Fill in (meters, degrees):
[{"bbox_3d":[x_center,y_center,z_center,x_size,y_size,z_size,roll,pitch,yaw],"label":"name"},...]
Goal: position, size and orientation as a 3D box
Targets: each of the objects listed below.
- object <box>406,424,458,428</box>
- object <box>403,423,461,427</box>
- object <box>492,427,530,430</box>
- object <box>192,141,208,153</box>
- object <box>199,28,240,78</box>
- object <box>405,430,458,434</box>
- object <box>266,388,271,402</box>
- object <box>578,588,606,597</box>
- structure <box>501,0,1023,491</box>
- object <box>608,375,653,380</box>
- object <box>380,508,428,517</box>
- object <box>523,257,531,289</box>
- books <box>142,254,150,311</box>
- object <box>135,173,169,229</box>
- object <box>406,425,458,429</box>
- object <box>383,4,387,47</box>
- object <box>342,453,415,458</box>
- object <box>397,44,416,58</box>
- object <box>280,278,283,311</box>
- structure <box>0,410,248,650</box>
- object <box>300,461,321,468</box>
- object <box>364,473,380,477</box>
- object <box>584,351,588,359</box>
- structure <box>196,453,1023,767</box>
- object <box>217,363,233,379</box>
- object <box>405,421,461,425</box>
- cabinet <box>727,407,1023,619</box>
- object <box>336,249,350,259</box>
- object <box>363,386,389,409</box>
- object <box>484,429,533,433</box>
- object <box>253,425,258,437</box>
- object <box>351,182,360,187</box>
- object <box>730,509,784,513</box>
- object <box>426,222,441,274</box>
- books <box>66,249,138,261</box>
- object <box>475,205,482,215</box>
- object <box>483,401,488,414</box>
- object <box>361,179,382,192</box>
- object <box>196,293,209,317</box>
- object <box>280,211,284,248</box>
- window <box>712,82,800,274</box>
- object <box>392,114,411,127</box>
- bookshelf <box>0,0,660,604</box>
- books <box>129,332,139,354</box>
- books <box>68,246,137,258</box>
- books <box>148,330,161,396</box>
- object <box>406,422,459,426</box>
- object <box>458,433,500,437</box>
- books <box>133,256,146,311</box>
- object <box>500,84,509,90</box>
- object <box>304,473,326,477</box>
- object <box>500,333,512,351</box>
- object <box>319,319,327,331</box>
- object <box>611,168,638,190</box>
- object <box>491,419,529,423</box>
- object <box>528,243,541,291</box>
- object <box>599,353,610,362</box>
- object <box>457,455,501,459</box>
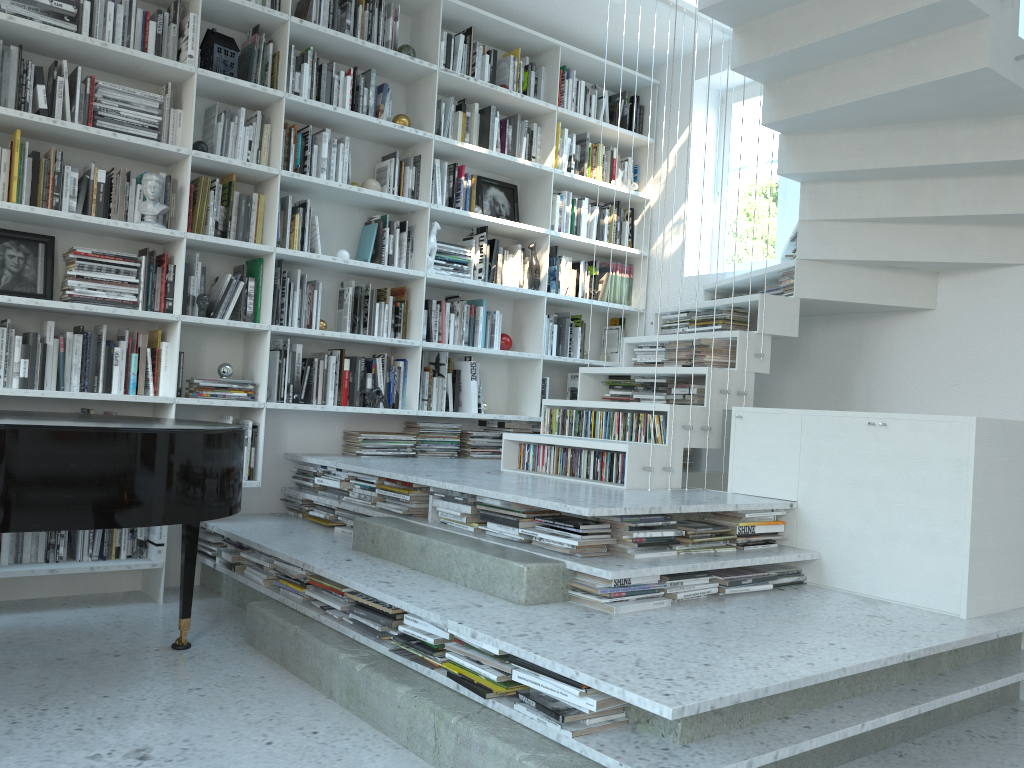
[{"bbox_3d":[-0.452,0.238,5.004,0.254,0.006,0.161,5,-2,-38],"label":"object"},{"bbox_3d":[-0.452,0.233,5.005,0.285,0.005,0.159,5,-2,-38],"label":"object"},{"bbox_3d":[-0.023,0.263,5.286,0.141,0.005,0.259,4,-2,-34],"label":"object"},{"bbox_3d":[-1.430,-1.078,4.064,0.071,0.072,0.071,3,-1,11],"label":"object"},{"bbox_3d":[-1.366,-1.523,4.137,0.135,0.248,0.135,2,-1,42],"label":"object"},{"bbox_3d":[-0.456,0.270,5.002,0.254,0.006,0.161,5,-2,-38],"label":"object"},{"bbox_3d":[-1.223,0.052,4.360,0.071,0.072,0.071,3,-1,11],"label":"object"},{"bbox_3d":[0.331,0.665,2.866,0.204,0.004,0.140,4,-2,-35],"label":"object"},{"bbox_3d":[0.859,-0.917,3.697,2.615,3.381,1.954,4,-1,-38],"label":"structure"},{"bbox_3d":[0.610,-0.029,4.547,0.161,0.025,0.174,4,-2,-34],"label":"object"},{"bbox_3d":[-0.434,0.548,3.823,0.145,0.010,0.266,5,-2,-42],"label":"object"},{"bbox_3d":[0.043,-0.651,5.345,0.022,0.211,0.179,4,-1,-38],"label":"object"},{"bbox_3d":[-1.679,-0.446,4.009,0.011,0.260,0.184,4,-1,-38],"label":"books"},{"bbox_3d":[-1.587,-0.802,3.905,0.138,0.244,0.137,3,-1,18],"label":"object"},{"bbox_3d":[-0.452,0.244,5.004,0.254,0.006,0.161,5,-2,-38],"label":"object"},{"bbox_3d":[-0.709,-1.860,4.737,0.006,0.297,0.129,4,-1,-38],"label":"object"},{"bbox_3d":[-0.719,0.386,4.784,0.346,0.007,0.193,5,-2,-43],"label":"object"},{"bbox_3d":[-0.565,-1.754,4.728,0.104,0.105,0.104,3,-1,11],"label":"object"},{"bbox_3d":[-1.183,-0.408,4.428,0.007,0.266,0.135,4,-1,-38],"label":"object"},{"bbox_3d":[-1.695,0.506,2.616,1.919,0.832,1.334,5,-2,-38],"label":"structure"},{"bbox_3d":[-0.961,0.408,4.528,0.131,0.024,0.290,5,-2,-36],"label":"object"},{"bbox_3d":[-0.596,0.411,4.058,0.144,0.005,0.257,5,-2,-38],"label":"object"},{"bbox_3d":[0.454,-0.179,5.657,0.071,0.072,0.071,3,-1,11],"label":"object"},{"bbox_3d":[0.417,0.760,3.887,2.900,0.659,3.112,5,-2,-38],"label":"structure"},{"bbox_3d":[-1.345,-0.062,4.161,0.071,0.072,0.071,3,-1,11],"label":"object"},{"bbox_3d":[-0.444,0.222,4.996,0.285,0.005,0.159,4,-2,-33],"label":"object"},{"bbox_3d":[1.400,0.450,3.463,0.551,0.667,0.992,4,-2,-38],"label":"cabinet"},{"bbox_3d":[-0.873,-0.657,4.574,0.071,0.072,0.071,3,-1,11],"label":"object"},{"bbox_3d":[-0.701,0.070,4.581,0.064,0.114,0.160,2,-2,40],"label":"object"},{"bbox_3d":[-0.022,0.280,5.287,0.144,0.004,0.295,5,-2,-40],"label":"object"},{"bbox_3d":[-1.257,0.327,4.267,0.011,0.260,0.142,4,-1,-38],"label":"object"},{"bbox_3d":[-0.828,-1.020,4.627,0.068,0.068,0.068,3,-1,30],"label":"object"},{"bbox_3d":[0.895,0.470,3.435,0.284,0.030,0.177,5,-2,-38],"label":"object"},{"bbox_3d":[-0.435,-0.731,4.771,0.087,0.288,0.075,3,-1,-3],"label":"object"},{"bbox_3d":[-1.809,-0.562,3.912,0.254,0.012,0.161,5,-2,-41],"label":"books"},{"bbox_3d":[-0.217,-0.982,5.100,0.091,0.092,0.091,3,-1,11],"label":"object"},{"bbox_3d":[-0.175,0.137,5.200,0.071,0.072,0.071,3,-1,11],"label":"object"},{"bbox_3d":[-0.750,-1.034,4.716,0.111,0.113,0.112,3,-1,30],"label":"object"},{"bbox_3d":[-1.405,-0.355,4.030,0.054,0.113,0.079,4,-1,-39],"label":"object"},{"bbox_3d":[-1.174,-0.747,4.403,0.013,0.208,0.140,4,-1,-38],"label":"object"},{"bbox_3d":[1.650,-1.255,5.244,0.042,1.226,1.117,4,-1,-38],"label":"window"},{"bbox_3d":[-0.590,-1.387,4.727,0.100,0.101,0.100,3,-1,30],"label":"object"},{"bbox_3d":[-1.708,-0.597,3.913,6.299,3.142,0.330,5,-1,-38],"label":"bookshelf"},{"bbox_3d":[-1.721,-0.093,4.014,0.010,0.284,0.132,4,-1,-38],"label":"books"},{"bbox_3d":[-1.807,-0.574,3.911,0.254,0.012,0.161,4,-2,-34],"label":"books"},{"bbox_3d":[-1.644,-0.096,4.063,0.011,0.300,0.149,4,-1,-38],"label":"books"},{"bbox_3d":[-0.450,0.227,5.003,0.254,0.006,0.161,5,-2,-37],"label":"object"},{"bbox_3d":[-0.164,0.300,5.232,0.328,0.008,0.207,5,-2,-38],"label":"object"},{"bbox_3d":[-1.690,-0.444,4.004,0.012,0.254,0.161,4,-1,-38],"label":"books"},{"bbox_3d":[-0.051,-1.696,5.130,0.071,0.072,0.071,3,-1,11],"label":"object"},{"bbox_3d":[-0.968,0.459,4.524,0.135,0.011,0.221,4,-2,-34],"label":"object"},{"bbox_3d":[-0.056,-0.242,5.252,0.115,0.116,0.115,3,-1,30],"label":"object"},{"bbox_3d":[-0.984,-0.295,4.542,0.071,0.072,0.071,3,-1,11],"label":"object"},{"bbox_3d":[0.713,-1.301,5.691,0.203,0.137,0.095,4,-1,-22],"label":"object"},{"bbox_3d":[-0.010,0.218,5.295,0.130,0.015,0.210,5,-2,-39],"label":"object"},{"bbox_3d":[0.129,-0.685,5.236,0.087,0.288,0.075,3,-1,-3],"label":"object"},{"bbox_3d":[0.608,-0.165,5.829,0.071,0.072,0.071,3,-1,11],"label":"object"},{"bbox_3d":[-0.171,0.430,5.231,0.328,0.008,0.207,5,-2,-38],"label":"object"}]
